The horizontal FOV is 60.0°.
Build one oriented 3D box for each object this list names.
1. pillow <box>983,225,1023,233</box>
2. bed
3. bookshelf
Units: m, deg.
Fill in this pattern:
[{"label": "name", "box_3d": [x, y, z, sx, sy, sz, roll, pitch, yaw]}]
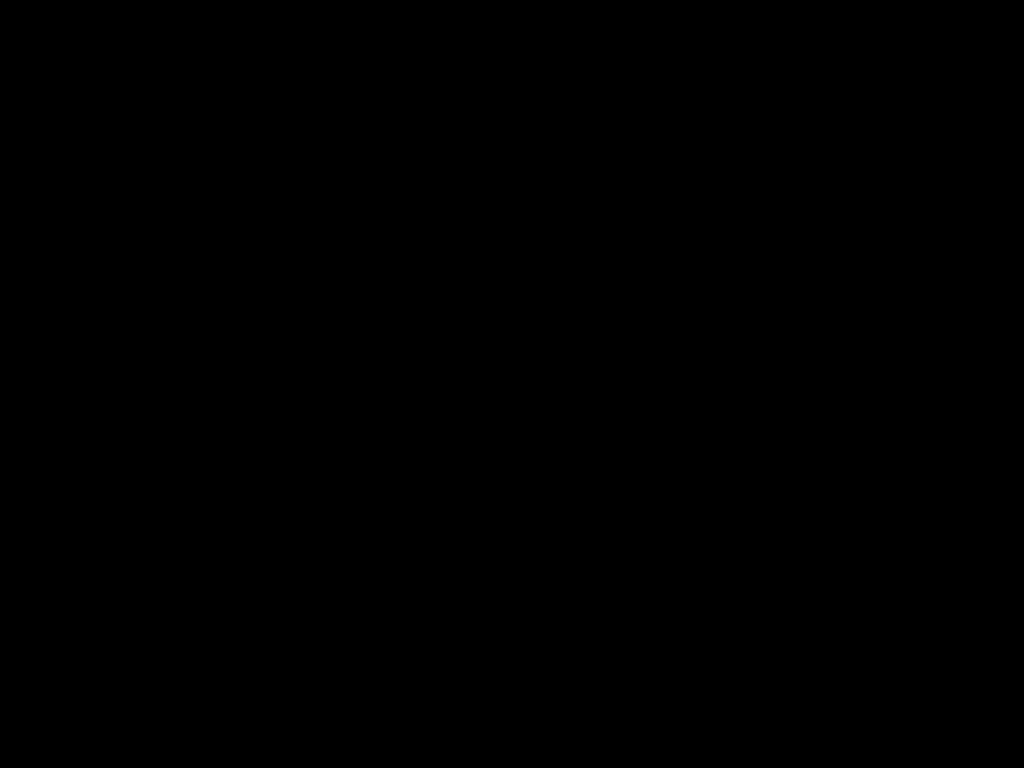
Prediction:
[{"label": "pillow", "box_3d": [1.155, -0.423, 2.147, 0.498, 0.241, 0.470, -7, 0, -8]}, {"label": "bed", "box_3d": [0.151, -0.363, 0.889, 2.087, 0.994, 3.009, -7, 1, 27]}, {"label": "bookshelf", "box_3d": [1.020, -0.143, 2.517, 1.495, 0.303, 0.643, -7, 1, 27]}]
